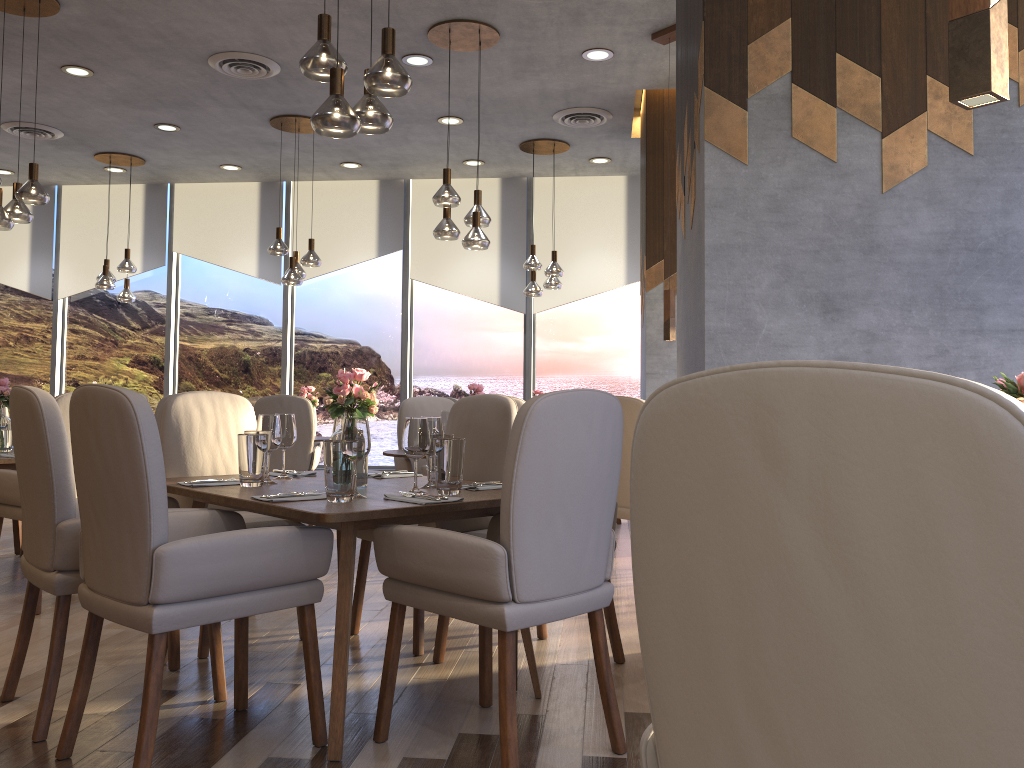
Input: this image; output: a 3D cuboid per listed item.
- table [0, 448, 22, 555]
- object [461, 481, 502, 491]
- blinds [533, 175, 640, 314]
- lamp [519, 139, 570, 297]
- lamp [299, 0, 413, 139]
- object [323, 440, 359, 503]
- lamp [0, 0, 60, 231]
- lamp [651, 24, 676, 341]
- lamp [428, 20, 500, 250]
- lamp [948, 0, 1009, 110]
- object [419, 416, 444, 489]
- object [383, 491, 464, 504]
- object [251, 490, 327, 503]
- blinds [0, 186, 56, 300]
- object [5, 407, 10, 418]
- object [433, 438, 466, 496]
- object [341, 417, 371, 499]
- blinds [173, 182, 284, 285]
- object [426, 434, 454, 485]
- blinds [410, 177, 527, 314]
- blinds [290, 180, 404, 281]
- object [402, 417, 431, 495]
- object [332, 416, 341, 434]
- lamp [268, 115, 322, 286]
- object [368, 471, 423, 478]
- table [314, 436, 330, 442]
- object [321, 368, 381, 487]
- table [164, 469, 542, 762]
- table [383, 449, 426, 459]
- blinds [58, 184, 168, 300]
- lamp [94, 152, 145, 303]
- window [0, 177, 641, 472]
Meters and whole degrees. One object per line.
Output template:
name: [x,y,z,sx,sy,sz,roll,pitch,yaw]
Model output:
table: [-2.821,0.701,4.792,1.306,0.667,0.964,-1,-2,39]
object: [-0.116,0.348,3.052,0.255,0.019,0.157,2,-2,-42]
blinds: [0.806,-2.025,8.782,1.173,2.685,0.007,0,-3,6]
lamp: [0.278,-1.411,7.700,0.439,1.328,0.439,2,-3,-27]
lamp: [-0.550,-1.513,3.162,0.439,1.328,0.438,1,-3,-9]
object: [-0.502,0.255,2.596,0.102,0.179,0.102,1,-3,-14]
lamp: [-2.781,-1.498,4.926,0.439,1.328,0.438,0,-3,11]
lamp: [1.245,-1.158,4.904,0.118,1.934,1.160,3,-4,-39]
lamp: [-0.300,-1.465,5.370,0.439,1.328,0.438,0,-3,13]
lamp: [0.963,-1.232,1.439,1.160,1.934,0.118,3,-4,-39]
object: [-0.279,0.233,3.037,0.092,0.245,0.092,1,-3,-16]
object: [-0.281,0.339,2.675,0.157,0.019,0.255,2,-2,-44]
object: [-0.644,0.335,2.681,0.255,0.019,0.157,2,-2,-40]
blinds: [-5.411,-2.223,9.448,1.173,2.685,0.007,0,-3,6]
object: [-2.963,0.252,5.170,0.092,0.245,0.092,0,-3,19]
object: [-0.200,0.263,2.825,0.102,0.179,0.102,-2,-3,42]
object: [-0.478,0.225,2.704,0.092,0.245,0.092,0,-3,2]
blinds: [-2.930,-2.350,9.193,1.173,2.685,0.007,0,-3,6]
object: [-0.258,0.269,3.142,0.102,0.179,0.102,2,-3,-35]
blinds: [-0.435,-2.034,8.913,1.173,2.685,0.007,0,-3,6]
blinds: [-1.673,-2.341,9.060,1.173,2.685,0.007,0,-3,6]
object: [-0.308,0.229,2.844,0.092,0.245,0.092,-1,-3,26]
object: [-0.657,0.239,3.468,0.092,0.245,0.092,0,-3,6]
lamp: [-1.739,-1.442,7.137,0.439,1.328,0.438,0,-3,8]
object: [-0.493,0.353,3.483,0.255,0.019,0.157,2,-2,-42]
table: [-1.780,0.758,6.998,0.833,0.663,0.833,2,-2,-34]
object: [-0.560,0.149,3.075,0.210,0.416,0.197,1,-3,-16]
table: [-0.584,0.686,3.066,0.964,0.667,1.306,2,-2,-43]
table: [-0.348,0.736,5.242,0.833,0.663,0.833,1,-2,-20]
blinds: [-4.171,-2.214,9.316,1.173,2.685,0.007,0,-3,6]
lamp: [-3.664,-1.437,8.236,0.439,1.328,0.438,1,-3,-1]
window: [-0.393,-0.765,6.063,8.055,3.204,16.110,2,-2,-39]
